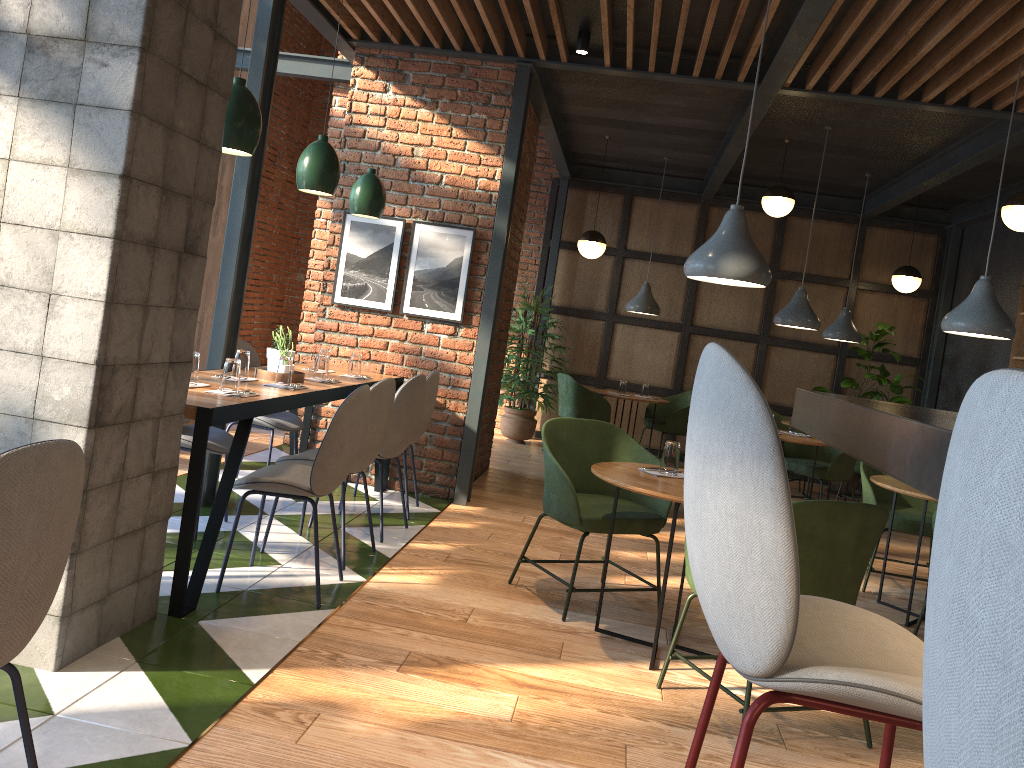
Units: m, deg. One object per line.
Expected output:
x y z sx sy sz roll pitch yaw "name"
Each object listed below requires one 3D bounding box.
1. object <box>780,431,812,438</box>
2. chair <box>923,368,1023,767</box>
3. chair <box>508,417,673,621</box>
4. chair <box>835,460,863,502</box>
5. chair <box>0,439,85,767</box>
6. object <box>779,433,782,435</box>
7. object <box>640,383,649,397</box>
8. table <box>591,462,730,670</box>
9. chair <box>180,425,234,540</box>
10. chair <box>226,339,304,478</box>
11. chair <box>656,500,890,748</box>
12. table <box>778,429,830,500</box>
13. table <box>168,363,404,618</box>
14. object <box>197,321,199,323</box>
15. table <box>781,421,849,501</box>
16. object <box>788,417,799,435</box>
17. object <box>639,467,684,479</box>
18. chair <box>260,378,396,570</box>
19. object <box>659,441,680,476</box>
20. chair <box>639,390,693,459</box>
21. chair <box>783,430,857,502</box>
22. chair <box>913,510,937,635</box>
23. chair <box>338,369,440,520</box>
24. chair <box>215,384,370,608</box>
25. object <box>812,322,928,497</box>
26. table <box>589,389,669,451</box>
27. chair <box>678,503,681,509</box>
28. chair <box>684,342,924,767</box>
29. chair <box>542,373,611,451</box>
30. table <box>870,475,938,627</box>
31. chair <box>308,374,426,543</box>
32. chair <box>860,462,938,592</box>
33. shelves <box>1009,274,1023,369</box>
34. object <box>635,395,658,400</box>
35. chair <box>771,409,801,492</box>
2.249 0.394 6.985 0.157 0.019 0.244 6 4 -28 "object"
0.450 0.641 0.523 0.508 1.242 0.418 9 1 13 "chair"
0.397 0.605 4.112 0.637 0.818 0.517 7 2 -28 "chair"
3.295 0.774 7.965 0.517 0.818 0.637 10 3 44 "chair"
-1.146 0.505 1.686 0.508 0.887 0.418 9 2 13 "chair"
1.948 0.359 6.843 0.157 0.019 0.244 6 4 -28 "object"
1.348 0.060 8.968 0.080 0.138 0.080 8 2 -14 "object"
0.675 0.744 3.637 0.810 0.686 0.805 10 3 37 "table"
-1.610 0.255 4.367 0.508 0.887 0.418 9 2 3 "chair"
-1.523 0.200 5.385 0.508 0.887 0.418 9 2 13 "chair"
0.913 0.752 3.071 0.637 0.818 0.517 8 2 -23 "chair"
2.049 0.726 6.922 0.805 0.686 0.811 6 4 -41 "table"
-1.274 0.351 4.601 0.658 0.764 2.775 9 4 7 "table"
-3.092 -0.452 6.963 0.862 1.496 0.896 9 2 26 "object"
2.898 0.756 8.333 0.808 0.686 0.808 9 3 7 "table"
2.228 0.324 6.991 0.080 0.138 0.080 10 3 44 "object"
0.672 0.377 3.780 0.242 0.019 0.158 7 4 -24 "object"
-0.871 0.372 4.265 0.508 0.887 0.418 9 2 13 "chair"
0.672 0.313 3.749 0.080 0.138 0.080 8 2 -11 "object"
1.646 0.452 9.109 0.514 0.818 0.641 8 2 -18 "chair"
2.502 0.707 7.219 0.513 0.818 0.641 7 2 -33 "chair"
2.289 0.885 4.110 0.638 0.818 0.515 9 2 2 "chair"
-0.747 0.315 5.379 0.508 0.887 0.418 9 2 3 "chair"
-0.902 0.406 3.691 0.508 0.887 0.418 9 2 3 "chair"
3.556 0.255 8.908 1.059 1.793 0.721 9 2 17 "object"
1.131 0.453 8.939 0.805 0.686 0.811 6 4 -43 "table"
1.655 0.620 6.642 0.513 0.818 0.641 7 3 -38 "chair"
0.451 0.585 1.357 0.508 1.242 0.418 9 1 7 "chair"
0.680 0.332 8.773 0.514 0.818 0.641 8 2 -18 "chair"
2.266 0.910 4.671 0.805 0.686 0.811 7 3 -34 "table"
-0.777 0.347 4.832 0.508 0.887 0.418 9 2 14 "chair"
2.358 0.817 5.274 0.639 0.818 0.515 9 2 7 "chair"
4.349 0.033 7.207 0.285 2.703 0.836 9 1 7 "shelves"
1.368 0.130 8.961 0.157 0.019 0.244 6 4 -27 "object"
2.547 0.616 8.664 0.517 0.818 0.637 10 3 39 "chair"
